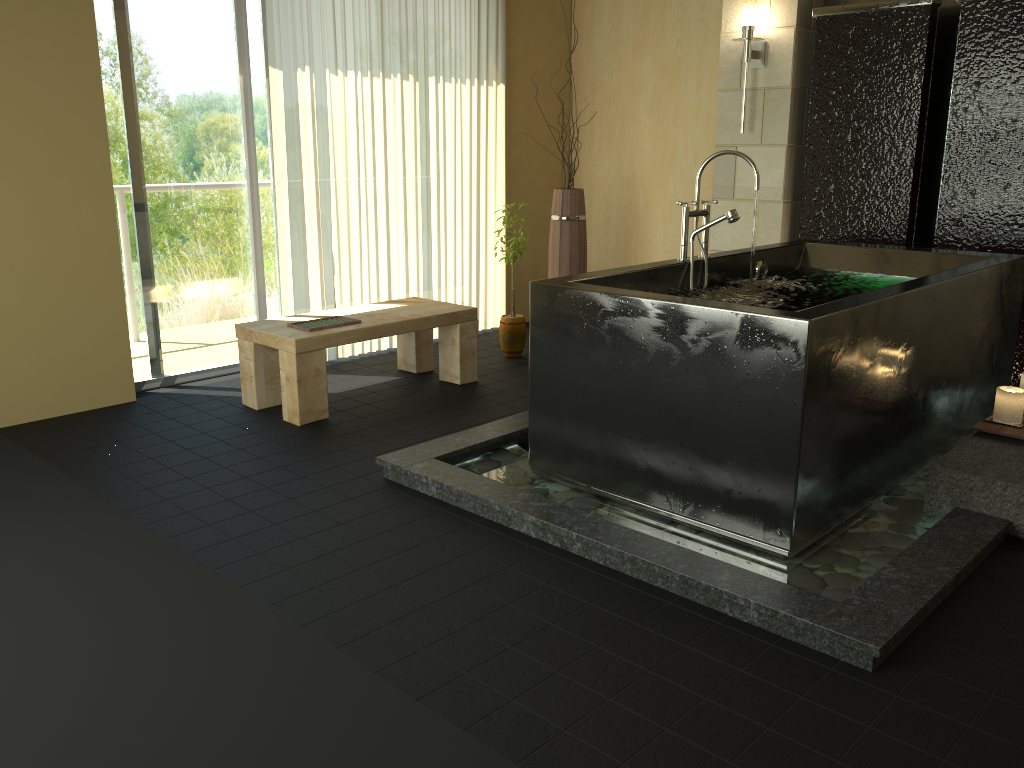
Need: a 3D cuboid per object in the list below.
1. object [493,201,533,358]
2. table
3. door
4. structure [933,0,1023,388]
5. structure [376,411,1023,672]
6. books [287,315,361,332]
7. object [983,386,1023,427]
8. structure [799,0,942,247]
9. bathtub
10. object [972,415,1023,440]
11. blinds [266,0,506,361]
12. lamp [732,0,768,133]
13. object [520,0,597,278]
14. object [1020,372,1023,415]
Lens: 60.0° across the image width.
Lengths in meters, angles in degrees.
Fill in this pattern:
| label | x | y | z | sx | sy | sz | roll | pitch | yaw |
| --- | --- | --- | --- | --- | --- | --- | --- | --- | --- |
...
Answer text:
| label | x | y | z | sx | sy | sz | roll | pitch | yaw |
| --- | --- | --- | --- | --- | --- | --- | --- | --- | --- |
| object | 0.001 | -0.623 | 5.251 | 0.242 | 0.926 | 0.267 | -2 | 14 | -8 |
| table | -0.750 | -0.152 | 4.503 | 0.514 | 0.399 | 1.126 | 14 | 20 | 42 |
| door | -1.642 | -1.155 | 4.602 | 0.063 | 2.325 | 1.039 | 13 | 19 | 41 |
| structure | 2.369 | -0.834 | 4.285 | 0.642 | 2.060 | 0.094 | 13 | 19 | 42 |
| structure | 1.512 | 0.291 | 4.068 | 1.976 | 0.634 | 3.807 | 14 | 20 | 42 |
| books | -0.890 | -0.288 | 4.211 | 0.182 | 0.014 | 0.295 | 14 | 20 | 42 |
| object | 1.828 | 0.078 | 3.259 | 0.131 | 0.124 | 0.131 | 14 | 20 | 42 |
| structure | 1.847 | -0.964 | 4.772 | 0.642 | 2.060 | 0.094 | 13 | 19 | 42 |
| bathtub | 1.185 | -0.353 | 3.602 | 1.069 | 1.158 | 2.136 | 13 | 20 | 42 |
| object | 1.909 | 0.152 | 3.283 | 0.254 | 0.031 | 0.442 | 14 | 20 | 42 |
| blinds | -0.618 | -1.502 | 5.291 | 0.064 | 2.571 | 1.948 | 13 | 19 | 41 |
| lamp | 1.299 | -1.815 | 4.886 | 0.176 | 0.834 | 0.188 | 13 | 19 | 42 |
| object | 0.280 | -1.315 | 5.458 | 0.468 | 2.172 | 0.464 | 1 | 14 | 4 |
| object | 1.971 | 0.037 | 3.356 | 0.112 | 0.154 | 0.112 | 11 | 18 | 38 |
